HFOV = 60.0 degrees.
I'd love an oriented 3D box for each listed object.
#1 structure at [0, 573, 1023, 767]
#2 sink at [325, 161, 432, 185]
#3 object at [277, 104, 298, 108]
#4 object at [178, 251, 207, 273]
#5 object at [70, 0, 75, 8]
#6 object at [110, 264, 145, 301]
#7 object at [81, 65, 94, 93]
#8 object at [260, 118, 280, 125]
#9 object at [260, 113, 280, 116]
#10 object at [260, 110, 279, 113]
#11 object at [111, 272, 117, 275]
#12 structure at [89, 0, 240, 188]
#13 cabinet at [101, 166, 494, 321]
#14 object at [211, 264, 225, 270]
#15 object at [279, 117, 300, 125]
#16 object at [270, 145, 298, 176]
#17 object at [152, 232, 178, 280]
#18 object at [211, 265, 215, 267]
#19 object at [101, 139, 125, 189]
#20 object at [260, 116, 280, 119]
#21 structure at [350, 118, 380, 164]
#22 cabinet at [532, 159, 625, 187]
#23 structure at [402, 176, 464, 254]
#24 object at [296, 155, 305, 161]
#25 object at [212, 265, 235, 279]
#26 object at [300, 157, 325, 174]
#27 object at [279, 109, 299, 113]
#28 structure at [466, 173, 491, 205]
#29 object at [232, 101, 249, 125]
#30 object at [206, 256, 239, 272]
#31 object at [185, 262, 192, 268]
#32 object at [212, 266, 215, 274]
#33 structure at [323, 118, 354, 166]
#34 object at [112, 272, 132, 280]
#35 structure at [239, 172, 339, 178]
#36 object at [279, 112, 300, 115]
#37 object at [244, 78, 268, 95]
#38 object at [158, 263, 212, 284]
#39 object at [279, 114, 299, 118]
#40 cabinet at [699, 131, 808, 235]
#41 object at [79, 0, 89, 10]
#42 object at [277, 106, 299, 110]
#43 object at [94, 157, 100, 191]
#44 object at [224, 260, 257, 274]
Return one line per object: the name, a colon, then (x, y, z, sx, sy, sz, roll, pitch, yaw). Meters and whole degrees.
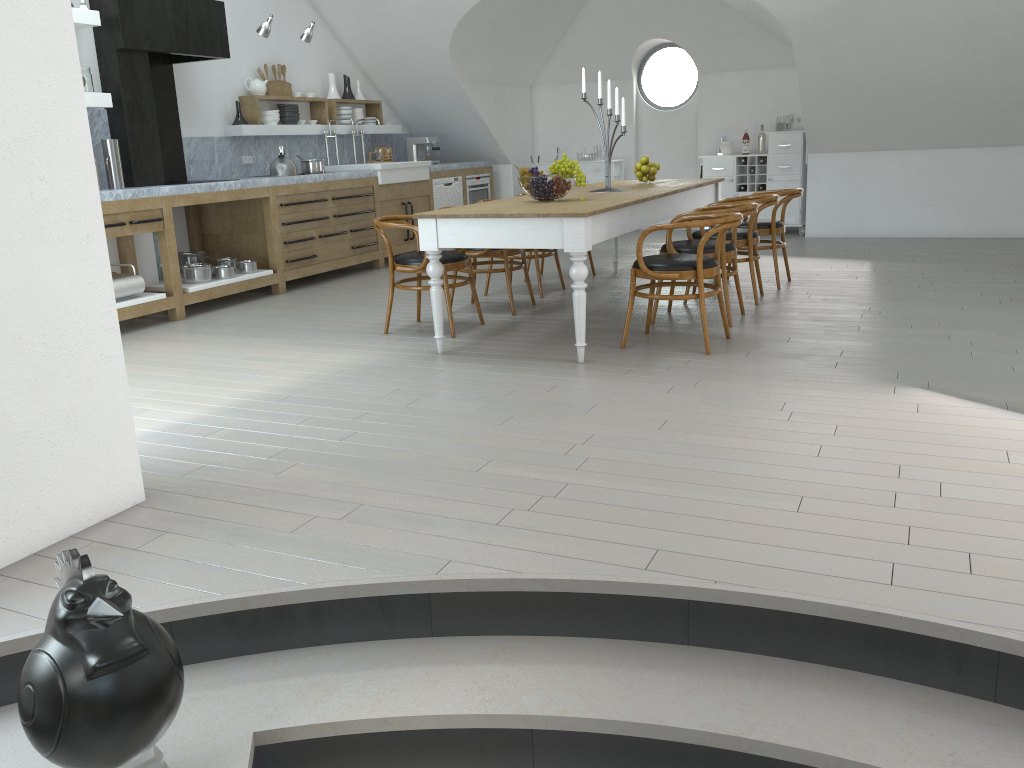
structure: (-0.086, 1.460, 0.287, 4.715, 0.688, 4.737, -8, 16, -19)
sink: (-1.397, -2.204, 9.272, 0.728, 0.200, 1.027, 4, 17, 24)
object: (-2.200, -2.707, 8.696, 0.205, 0.079, 0.207, 5, 17, 27)
object: (-2.809, -1.033, 7.491, 0.456, 0.196, 0.269, -11, 17, -29)
object: (-2.965, -2.568, 5.926, 0.064, 0.123, 0.068, 2, 15, 19)
object: (-2.871, -0.673, 6.074, 0.429, 0.230, 0.530, 4, 16, 22)
object: (-2.941, -2.086, 6.078, 0.104, 0.176, 0.208, -15, 19, -41)
object: (-2.309, -2.504, 8.472, 0.182, 0.063, 0.182, -16, 20, -40)
object: (-2.310, -2.549, 8.463, 0.181, 0.068, 0.182, 11, 20, 41)
object: (-2.311, -2.577, 8.458, 0.181, 0.075, 0.182, -10, 17, -26)
object: (-2.848, -0.692, 6.007, 0.101, 0.086, 0.365, 3, 16, 22)
structure: (-2.791, -2.492, 6.802, 0.781, 1.872, 1.082, 4, 15, 25)
cabinet: (-1.977, -1.419, 8.467, 1.004, 1.015, 6.469, 4, 16, 24)
object: (-2.421, -0.935, 7.185, 0.041, 0.045, 0.249, 4, 16, 23)
object: (-2.191, -2.581, 8.720, 0.205, 0.072, 0.207, 1, 15, 12)
object: (-2.050, -1.996, 7.919, 0.246, 0.266, 0.247, 7, 17, 34)
object: (-2.806, -1.092, 7.105, 0.231, 0.495, 0.232, -9, 15, -23)
object: (-2.484, -0.939, 7.223, 0.061, 0.035, 0.171, 4, 16, 24)
object: (-2.805, -1.538, 6.208, 0.114, 0.337, 0.165, 5, 16, 28)
object: (-2.310, -2.525, 8.466, 0.181, 0.065, 0.182, -10, 17, -26)
structure: (-1.548, -2.588, 9.566, 0.332, 0.526, 0.215, -1, 14, 6)
cabinet: (0.838, -2.390, 11.130, 1.135, 0.784, 0.500, 4, 16, 25)
structure: (-0.973, -1.949, 10.203, 0.599, 0.817, 0.728, 4, 16, 25)
object: (-1.916, -2.063, 8.296, 0.236, 0.166, 0.051, 3, 15, 20)
object: (-2.321, -0.889, 7.019, 0.261, 0.112, 0.154, 1, 15, 14)
object: (-1.852, -2.056, 8.358, 0.232, 0.169, 0.397, -1, 15, 5)
object: (-2.193, -2.655, 8.705, 0.205, 0.072, 0.207, 1, 15, 12)
structure: (-0.658, -2.234, 10.843, 0.631, 0.632, 0.636, 4, 16, 25)
object: (-2.498, -2.479, 8.108, 0.156, 0.217, 0.157, -1, 14, 6)
object: (-2.410, -1.005, 7.432, 0.182, 0.133, 0.310, -15, 19, -39)
object: (-2.425, -0.875, 6.797, 0.051, 0.151, 0.191, 4, 16, 24)
object: (-2.544, -0.920, 7.165, 0.508, 0.052, 0.265, -2, 15, 2)
structure: (-1.752, -2.462, 9.136, 0.332, 0.526, 0.215, -1, 14, 6)
object: (-2.766, -0.679, 6.003, 0.092, 0.093, 0.440, 3, 16, 22)
structure: (-2.034, -1.905, 8.158, 0.648, 0.041, 0.742, 4, 17, 24)
object: (-2.187, -2.633, 8.707, 0.205, 0.086, 0.206, -9, 16, -21)
object: (-2.393, -2.786, 8.316, 0.174, 0.168, 0.169, 0, 15, 9)
object: (-2.507, -0.863, 6.875, 0.378, 0.163, 0.224, 1, 15, 14)
object: (-2.192, -2.606, 8.714, 0.205, 0.086, 0.206, -10, 17, -26)
cabinet: (2.846, -2.352, 10.396, 1.243, 1.146, 0.613, 4, 15, 25)
object: (-2.918, -2.596, 6.024, 0.064, 0.123, 0.068, 2, 15, 19)
object: (-2.195, -2.680, 8.703, 0.206, 0.083, 0.206, -14, 18, -36)
object: (-2.856, -1.472, 6.012, 0.085, 0.328, 0.086, 6, 16, 33)
object: (-2.214, -0.968, 7.293, 0.261, 0.112, 0.154, 4, 16, 24)
